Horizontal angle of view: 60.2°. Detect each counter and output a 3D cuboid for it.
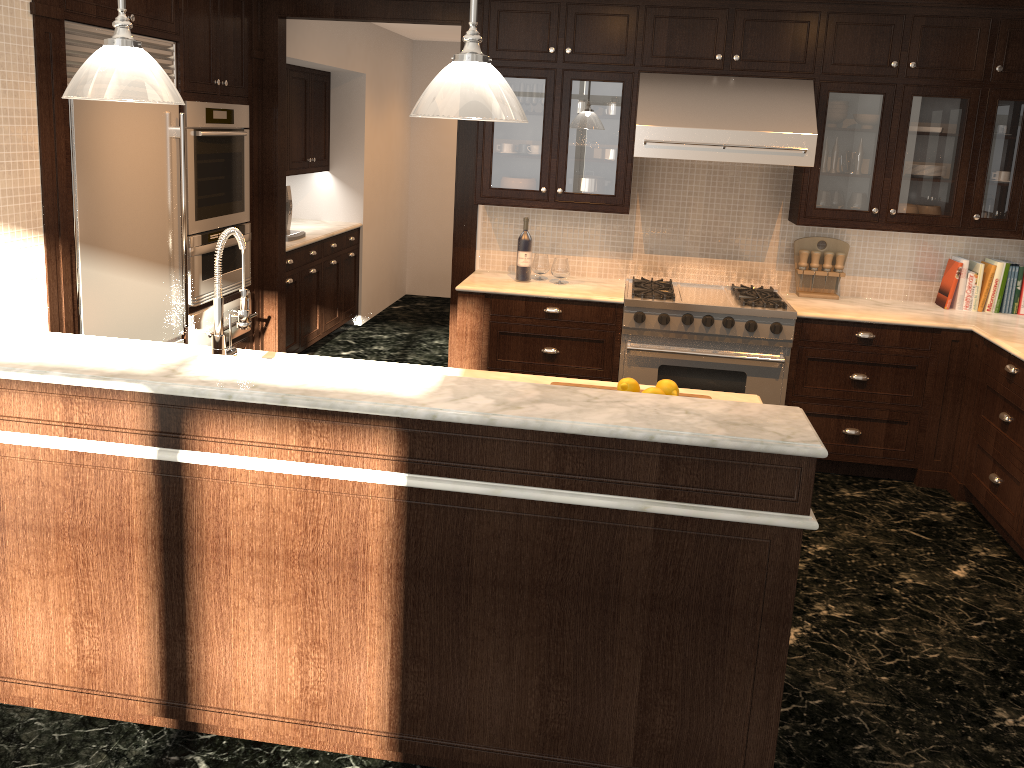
[{"bbox_3d":[1.275,-0.238,4.211,3.370,0.031,2.362,5,16,7],"label":"counter"},{"bbox_3d":[-1.774,-1.154,6.793,0.709,0.031,1.893,5,16,7],"label":"counter"},{"bbox_3d":[-0.606,0.068,2.818,2.870,0.031,1.075,5,16,7],"label":"counter"},{"bbox_3d":[-0.640,-0.008,2.429,2.856,0.031,0.334,5,16,7],"label":"counter"}]

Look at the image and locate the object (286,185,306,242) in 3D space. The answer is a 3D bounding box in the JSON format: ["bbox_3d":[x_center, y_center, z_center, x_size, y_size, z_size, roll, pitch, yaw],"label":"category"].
[{"bbox_3d":[-1.765,-1.268,6.438,0.448,0.399,0.350,5,14,7],"label":"object"}]

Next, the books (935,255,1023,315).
[{"bbox_3d":[2.768,-0.571,5.030,0.603,0.306,0.198,5,13,7],"label":"books"}]

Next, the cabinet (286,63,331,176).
[{"bbox_3d":[-1.866,-1.992,6.645,0.433,0.811,1.893,5,16,7],"label":"cabinet"}]

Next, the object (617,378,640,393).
[{"bbox_3d":[0.387,0.015,2.928,0.079,0.072,0.084,2,14,-5],"label":"object"}]

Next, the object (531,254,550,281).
[{"bbox_3d":[0.170,-0.696,5.260,0.112,0.148,0.114,3,13,0],"label":"object"}]

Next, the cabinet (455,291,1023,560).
[{"bbox_3d":[1.251,0.201,4.300,3.370,0.864,2.362,5,16,7],"label":"cabinet"}]

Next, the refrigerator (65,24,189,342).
[{"bbox_3d":[-2.101,-0.613,4.293,0.688,2.083,0.906,5,12,7],"label":"refrigerator"}]

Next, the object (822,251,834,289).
[{"bbox_3d":[1.835,-0.662,5.144,0.061,0.222,0.062,-2,13,-23],"label":"object"}]

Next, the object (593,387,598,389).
[{"bbox_3d":[0.235,0.061,2.847,0.042,0.014,0.336,8,17,17],"label":"object"}]

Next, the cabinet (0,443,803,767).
[{"bbox_3d":[-0.625,0.492,2.907,2.849,0.897,1.046,5,14,7],"label":"cabinet"}]

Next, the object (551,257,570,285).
[{"bbox_3d":[0.284,-0.661,5.159,0.112,0.148,0.114,3,13,0],"label":"object"}]

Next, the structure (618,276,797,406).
[{"bbox_3d":[1.081,-0.133,5.109,0.906,0.823,0.733,5,14,7],"label":"structure"}]

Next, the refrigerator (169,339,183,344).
[{"bbox_3d":[-1.874,0.150,4.406,0.147,0.561,0.920,5,15,7],"label":"refrigerator"}]

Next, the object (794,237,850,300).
[{"bbox_3d":[1.801,-0.680,5.156,0.316,0.343,0.112,5,12,7],"label":"object"}]

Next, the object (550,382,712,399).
[{"bbox_3d":[0.382,0.078,2.869,0.667,0.021,0.392,5,16,7],"label":"object"}]

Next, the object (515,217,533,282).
[{"bbox_3d":[0.074,-0.785,5.150,0.095,0.371,0.096,8,13,22],"label":"object"}]

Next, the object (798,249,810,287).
[{"bbox_3d":[1.698,-0.673,5.161,0.061,0.224,0.062,1,12,-11],"label":"object"}]

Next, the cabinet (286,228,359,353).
[{"bbox_3d":[-1.469,-0.749,6.827,0.057,0.732,1.827,4,16,7],"label":"cabinet"}]

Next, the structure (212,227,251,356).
[{"bbox_3d":[-0.900,-0.241,2.841,0.051,0.521,0.248,4,12,6],"label":"structure"}]

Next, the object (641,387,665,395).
[{"bbox_3d":[0.451,0.046,2.829,0.081,0.070,0.084,8,15,17],"label":"object"}]

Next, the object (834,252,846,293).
[{"bbox_3d":[1.900,-0.651,5.137,0.061,0.233,0.062,-3,13,-28],"label":"object"}]

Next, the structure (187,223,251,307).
[{"bbox_3d":[-1.988,-0.734,5.176,0.665,0.381,0.778,5,15,7],"label":"structure"}]

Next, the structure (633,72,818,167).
[{"bbox_3d":[1.158,-1.474,4.866,0.931,0.469,0.652,5,15,7],"label":"structure"}]

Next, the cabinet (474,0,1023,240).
[{"bbox_3d":[1.334,-1.271,4.008,3.369,1.232,2.354,5,15,7],"label":"cabinet"}]

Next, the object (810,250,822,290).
[{"bbox_3d":[1.763,-0.663,5.154,0.061,0.233,0.062,-2,13,-23],"label":"object"}]

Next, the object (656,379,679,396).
[{"bbox_3d":[0.515,0.021,2.928,0.083,0.070,0.082,9,15,22],"label":"object"}]

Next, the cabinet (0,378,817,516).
[{"bbox_3d":[-0.655,0.080,2.448,2.838,0.150,0.298,5,15,7],"label":"cabinet"}]

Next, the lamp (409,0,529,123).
[{"bbox_3d":[-0.094,-1.081,2.281,0.319,0.769,0.322,8,13,21],"label":"lamp"}]

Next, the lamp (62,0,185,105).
[{"bbox_3d":[-1.068,-1.170,2.406,0.319,0.769,0.322,8,13,21],"label":"lamp"}]

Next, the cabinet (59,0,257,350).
[{"bbox_3d":[-2.026,-0.963,4.646,0.757,2.377,1.878,5,13,7],"label":"cabinet"}]

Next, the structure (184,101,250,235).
[{"bbox_3d":[-1.914,-1.264,5.062,0.614,0.688,0.773,5,14,7],"label":"structure"}]
